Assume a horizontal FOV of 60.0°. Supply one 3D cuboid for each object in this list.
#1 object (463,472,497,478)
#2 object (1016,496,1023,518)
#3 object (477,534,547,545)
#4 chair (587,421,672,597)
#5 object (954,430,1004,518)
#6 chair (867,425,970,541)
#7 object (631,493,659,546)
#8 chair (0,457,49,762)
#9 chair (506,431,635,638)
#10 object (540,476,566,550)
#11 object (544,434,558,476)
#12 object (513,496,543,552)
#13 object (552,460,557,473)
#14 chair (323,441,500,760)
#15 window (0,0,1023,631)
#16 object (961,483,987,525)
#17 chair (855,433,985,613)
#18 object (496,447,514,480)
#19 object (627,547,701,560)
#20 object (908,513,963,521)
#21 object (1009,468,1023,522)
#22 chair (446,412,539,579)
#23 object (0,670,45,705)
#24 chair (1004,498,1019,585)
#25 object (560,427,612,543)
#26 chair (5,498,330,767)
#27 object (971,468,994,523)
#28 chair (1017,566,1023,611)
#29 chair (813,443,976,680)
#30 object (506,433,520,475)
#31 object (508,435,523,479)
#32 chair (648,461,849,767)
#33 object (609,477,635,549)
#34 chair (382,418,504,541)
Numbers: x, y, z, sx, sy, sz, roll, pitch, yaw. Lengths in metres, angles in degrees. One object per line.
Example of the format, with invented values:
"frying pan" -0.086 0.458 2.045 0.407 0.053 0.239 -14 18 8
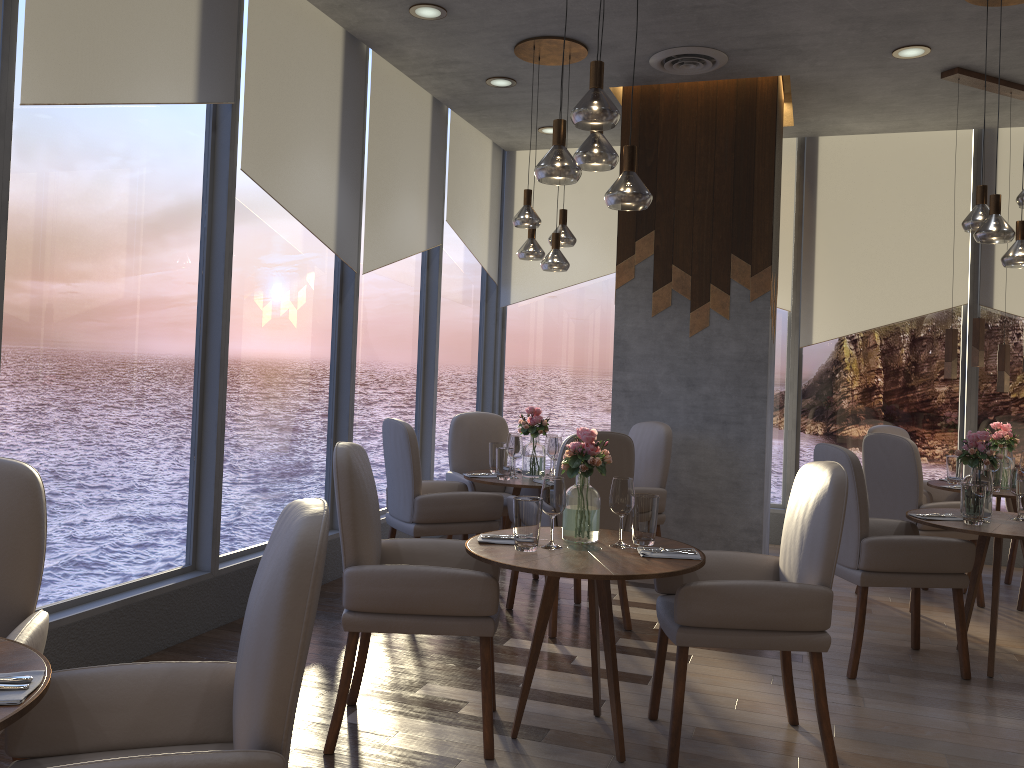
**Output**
"object" -0.148 0.525 5.133 0.255 0.019 0.157 2 1 -20
"object" 2.483 0.557 4.270 0.102 0.178 0.102 2 -1 10
"object" 0.004 0.555 3.190 0.255 0.019 0.157 2 1 2
"chair" 0.629 0.725 5.397 0.599 1.001 0.528 3 -1 -27
"object" 2.234 0.430 4.262 0.198 0.416 0.210 3 -1 -24
"chair" 2.771 0.800 6.074 0.528 1.001 0.600 3 -1 -28
"object" 0.481 0.493 3.222 0.102 0.178 0.102 2 -1 39
"chair" -1.381 0.689 2.032 0.528 1.001 0.599 2 -1 -15
"chair" 0.310 0.723 4.592 0.528 1.001 0.600 3 -1 -24
"object" 0.143 0.448 3.094 0.092 0.244 0.092 2 -1 5
"object" 0.237 0.425 5.316 0.092 0.244 0.092 3 -1 -41
"object" 0.052 0.479 3.031 0.102 0.178 0.102 3 -1 -32
"object" 0.293 0.459 5.408 0.102 0.178 0.102 2 -1 45
"chair" -0.338 0.716 3.122 0.600 1.001 0.528 2 -1 -1
"window" 1.594 -0.572 4.246 16.111 3.201 8.063 2 1 -26
"object" 2.089 0.545 4.014 0.102 0.178 0.102 2 -1 -1
"chair" 2.435 0.796 5.303 0.599 1.001 0.528 2 -1 -21
"object" -0.044 0.451 5.002 0.102 0.178 0.102 2 -1 36
"object" 0.519 0.576 3.059 0.255 0.019 0.157 2 1 3
"object" 2.017 0.620 4.164 0.255 0.019 0.157 2 1 -7
"object" 2.404 0.522 4.197 0.092 0.244 0.092 3 -1 -25
"chair" -0.136 0.692 5.664 0.528 1.001 0.600 3 -1 -24
"object" -0.981 0.536 1.573 0.255 0.019 0.157 2 1 -12
"chair" 3.632 0.836 5.785 0.599 1.001 0.528 3 -1 -24
"object" 0.267 0.366 3.258 0.198 0.416 0.210 2 -1 -9
"chair" -0.666 0.721 1.649 0.599 1.001 0.528 2 -1 -18
"object" 2.169 0.515 4.090 0.092 0.244 0.092 2 -1 13
"chair" 3.281 0.833 4.992 0.528 1.001 0.600 3 -1 -25
"chair" 1.716 0.783 4.084 0.599 1.001 0.528 2 -1 -5
"object" 0.007 0.416 5.306 0.092 0.244 0.092 2 -1 21
"object" 0.017 0.419 5.094 0.092 0.244 0.092 2 -1 0
"chair" 0.822 0.761 3.098 0.600 1.001 0.528 2 -1 0
"object" 0.391 0.457 3.162 0.092 0.244 0.092 2 -1 -17
"chair" -0.414 0.691 4.888 0.599 1.001 0.528 3 -1 -28
